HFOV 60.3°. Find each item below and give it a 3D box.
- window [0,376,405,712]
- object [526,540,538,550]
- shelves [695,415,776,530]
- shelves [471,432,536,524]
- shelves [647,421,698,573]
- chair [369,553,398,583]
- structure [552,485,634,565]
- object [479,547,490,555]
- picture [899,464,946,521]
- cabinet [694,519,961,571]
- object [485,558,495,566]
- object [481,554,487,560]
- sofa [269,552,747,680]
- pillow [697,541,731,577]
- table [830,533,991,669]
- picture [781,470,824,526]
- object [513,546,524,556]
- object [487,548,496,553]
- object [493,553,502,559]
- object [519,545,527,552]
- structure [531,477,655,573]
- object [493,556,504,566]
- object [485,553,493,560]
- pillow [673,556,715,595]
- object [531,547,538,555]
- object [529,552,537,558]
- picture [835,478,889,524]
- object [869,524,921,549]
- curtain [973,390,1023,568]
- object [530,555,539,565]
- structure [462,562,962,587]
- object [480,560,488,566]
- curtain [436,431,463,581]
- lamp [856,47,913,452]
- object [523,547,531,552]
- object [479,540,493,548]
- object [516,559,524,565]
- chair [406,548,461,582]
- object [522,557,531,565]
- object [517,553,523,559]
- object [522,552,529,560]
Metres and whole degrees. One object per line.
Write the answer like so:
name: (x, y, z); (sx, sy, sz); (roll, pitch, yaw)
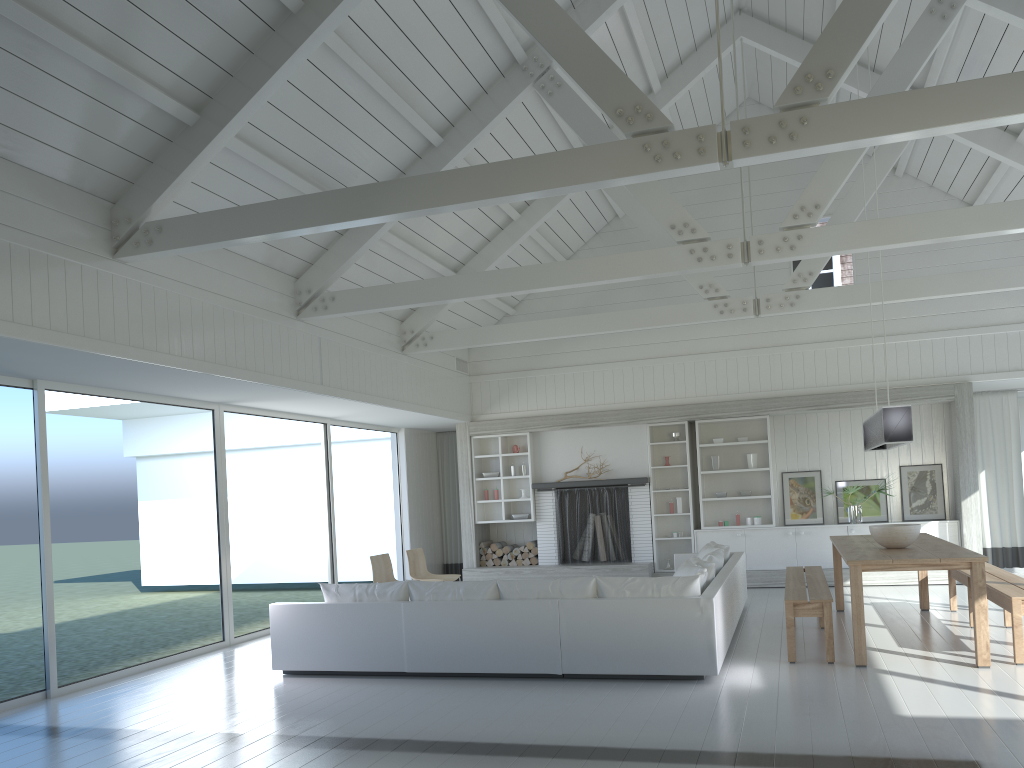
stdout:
window: (-2.900, 1.405, 8.790); (0.080, 2.411, 8.744); (-3, -7, 17)
object: (0.323, 2.294, 12.593); (0.110, 0.110, 0.496); (-4, -7, 16)
shelves: (2.998, 1.192, 11.788); (0.941, 1.440, 0.605); (-4, -2, 17)
shelves: (-0.058, 1.351, 12.621); (0.867, 1.237, 0.549); (-4, -2, 17)
shelves: (2.210, 1.541, 12.037); (0.542, 1.996, 0.605); (-3, -2, 17)
chair: (-1.216, 2.187, 9.305); (0.556, 0.778, 0.596); (-4, -3, 17)
structure: (1.087, 1.931, 12.003); (1.100, 1.061, 0.116); (-4, -1, 17)
object: (-0.345, 2.411, 12.804); (0.109, 0.109, 0.496); (-4, -7, 16)
picture: (5.154, 1.364, 11.064); (0.496, 0.702, 0.065); (-4, -1, 18)
cabinet: (4.019, 2.097, 11.439); (3.188, 0.549, 0.655); (-5, -5, 17)
object: (-0.236, 2.579, 12.787); (0.134, 0.146, 0.550); (-4, -7, 17)
object: (-0.346, 2.499, 12.791); (0.080, 0.079, 0.479); (-4, -7, 16)
sofa: (0.350, 2.027, 8.463); (3.484, 0.735, 4.148); (-5, -7, 17)
pillow: (2.002, 1.882, 8.906); (0.463, 0.475, 2.067); (-4, -7, 10)
table: (3.280, 1.754, 7.538); (0.908, 0.760, 2.958); (-4, -7, 17)
picture: (3.791, 1.489, 11.495); (0.496, 0.702, 0.065); (-4, -1, 18)
object: (0.128, 2.389, 12.654); (0.109, 0.109, 0.496); (-4, -7, 16)
object: (-0.258, 2.395, 12.763); (0.080, 0.079, 0.479); (-4, -7, 16)
object: (-0.175, 2.471, 12.743); (0.080, 0.079, 0.479); (-4, -7, 16)
object: (0.198, 2.342, 12.618); (0.086, 0.091, 0.481); (-4, -7, 16)
structure: (1.195, 1.991, 12.342); (1.620, 1.283, 0.861); (-4, -3, 17)
object: (-0.144, 2.553, 12.741); (0.110, 0.110, 0.496); (-4, -7, 16)
object: (-0.261, 2.488, 12.777); (0.109, 0.109, 0.496); (-4, -7, 16)
pillow: (1.463, 1.711, 7.332); (0.466, 0.476, 1.324); (-4, -6, 9)
object: (0.387, 2.369, 12.572); (0.109, 0.109, 0.496); (-4, -7, 16)
object: (0.342, 2.423, 12.579); (0.080, 0.079, 0.479); (-4, -7, 16)
picture: (4.477, 1.503, 11.289); (0.610, 0.552, 0.053); (-4, -1, 18)
object: (3.108, 1.238, 7.148); (0.389, 0.185, 0.391); (-4, -6, 8)
curtain: (6.280, 1.283, 11.791); (1.008, 2.365, 0.116); (-4, -1, 18)
object: (0.374, 2.505, 12.577); (0.110, 0.110, 0.496); (-4, -7, 16)
structure: (2.622, 2.571, 12.202); (6.363, 0.345, 1.888); (-5, -7, 17)
object: (-0.336, 2.592, 12.810); (0.108, 0.106, 0.516); (-4, -7, 16)
curtain: (-0.856, 1.919, 13.904); (0.631, 2.365, 0.116); (-3, -1, 17)
lamp: (3.076, -1.570, 7.546); (0.201, 4.233, 1.909); (-3, -2, 17)
object: (0.260, 2.348, 12.599); (0.080, 0.079, 0.479); (-4, -7, 16)
object: (-0.370, 2.322, 12.798); (0.080, 0.079, 0.479); (-4, -7, 16)
object: (0.181, 2.545, 12.646); (0.108, 0.106, 0.516); (-4, -7, 16)
chair: (-0.927, 2.264, 10.033); (0.556, 0.778, 0.596); (-4, -3, 17)
object: (0.281, 2.531, 12.623); (0.134, 0.146, 0.550); (-4, -7, 17)
object: (0.171, 2.451, 12.627); (0.080, 0.079, 0.479); (-4, -7, 16)
object: (0.257, 2.441, 12.614); (0.109, 0.109, 0.496); (-4, -7, 16)
